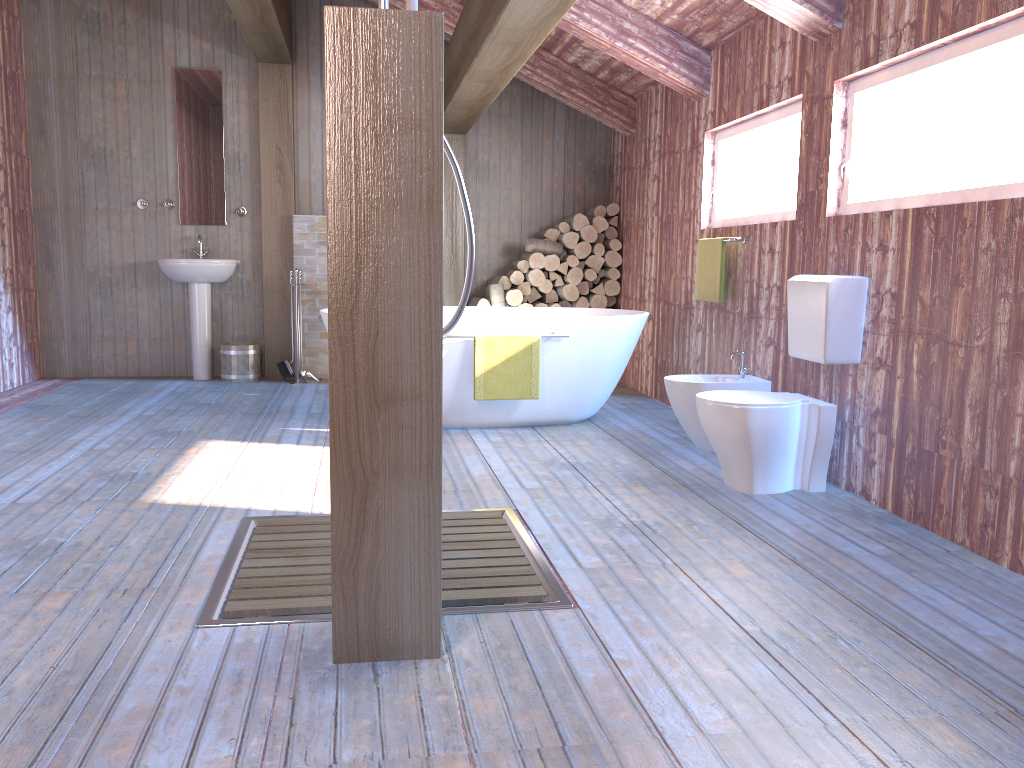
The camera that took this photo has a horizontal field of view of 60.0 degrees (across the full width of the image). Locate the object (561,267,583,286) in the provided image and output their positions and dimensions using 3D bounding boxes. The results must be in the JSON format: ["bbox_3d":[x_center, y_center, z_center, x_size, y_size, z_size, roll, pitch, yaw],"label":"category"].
[{"bbox_3d":[0.474,-0.890,7.335,0.136,0.157,0.439,0,8,-9],"label":"object"}]

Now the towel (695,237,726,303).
[{"bbox_3d":[1.135,-0.652,5.077,0.032,0.361,0.370,0,8,-9],"label":"towel"}]

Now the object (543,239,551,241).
[{"bbox_3d":[0.251,-1.137,7.360,0.113,0.130,0.291,0,8,-9],"label":"object"}]

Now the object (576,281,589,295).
[{"bbox_3d":[0.546,-0.801,7.345,0.111,0.118,0.302,-1,8,-10],"label":"object"}]

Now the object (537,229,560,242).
[{"bbox_3d":[0.304,-1.222,7.359,0.140,0.121,0.319,0,8,-8],"label":"object"}]

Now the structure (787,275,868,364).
[{"bbox_3d":[1.329,-0.281,3.781,0.182,0.363,0.358,0,8,-9],"label":"structure"}]

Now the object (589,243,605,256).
[{"bbox_3d":[0.671,-1.108,7.336,0.089,0.106,0.437,0,8,-8],"label":"object"}]

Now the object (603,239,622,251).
[{"bbox_3d":[0.801,-1.153,7.354,0.102,0.109,0.438,0,8,-9],"label":"object"}]

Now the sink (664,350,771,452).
[{"bbox_3d":[1.038,0.084,4.590,0.515,0.517,0.335,0,8,-9],"label":"sink"}]

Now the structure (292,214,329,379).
[{"bbox_3d":[-1.199,-0.697,7.255,1.130,1.330,0.226,-1,8,-10],"label":"structure"}]

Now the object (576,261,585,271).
[{"bbox_3d":[0.530,-0.967,7.311,0.095,0.090,0.278,0,8,-8],"label":"object"}]

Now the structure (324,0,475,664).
[{"bbox_3d":[-0.280,-0.453,2.176,0.328,2.209,0.522,2,8,11],"label":"structure"}]

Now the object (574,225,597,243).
[{"bbox_3d":[0.574,-1.230,7.306,0.141,0.143,0.437,-1,8,-11],"label":"object"}]

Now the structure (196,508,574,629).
[{"bbox_3d":[-0.406,0.578,2.852,1.000,0.067,1.000,-1,8,-10],"label":"structure"}]

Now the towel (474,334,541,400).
[{"bbox_3d":[-0.025,-0.092,4.836,0.370,0.361,0.032,-1,8,-13],"label":"towel"}]

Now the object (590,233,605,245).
[{"bbox_3d":[0.677,-1.205,7.429,0.132,0.119,0.319,0,8,-8],"label":"object"}]

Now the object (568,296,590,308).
[{"bbox_3d":[0.546,-0.673,7.351,0.114,0.113,0.301,-1,8,-12],"label":"object"}]

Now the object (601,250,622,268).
[{"bbox_3d":[0.786,-1.041,7.371,0.147,0.152,0.439,0,8,-9],"label":"object"}]

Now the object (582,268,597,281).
[{"bbox_3d":[0.601,-0.912,7.351,0.102,0.109,0.438,0,8,-9],"label":"object"}]

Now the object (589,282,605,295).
[{"bbox_3d":[0.669,-0.803,7.380,0.115,0.112,0.423,0,8,-9],"label":"object"}]

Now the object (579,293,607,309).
[{"bbox_3d":[0.665,-0.688,7.402,0.137,0.133,0.437,-1,8,-11],"label":"object"}]

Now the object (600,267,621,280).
[{"bbox_3d":[0.794,-0.923,7.384,0.102,0.109,0.438,0,8,-9],"label":"object"}]

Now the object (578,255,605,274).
[{"bbox_3d":[0.632,-0.996,7.376,0.172,0.151,0.482,0,8,-8],"label":"object"}]

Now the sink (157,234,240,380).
[{"bbox_3d":[-2.438,-0.592,6.917,0.582,1.143,0.475,-1,8,-10],"label":"sink"}]

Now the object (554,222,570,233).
[{"bbox_3d":[0.408,-1.278,7.259,0.094,0.097,0.227,0,8,-9],"label":"object"}]

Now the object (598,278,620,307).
[{"bbox_3d":[0.779,-0.760,7.414,0.137,0.256,0.439,0,8,-9],"label":"object"}]

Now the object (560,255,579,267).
[{"bbox_3d":[0.454,-1.016,7.310,0.102,0.109,0.438,0,8,-9],"label":"object"}]

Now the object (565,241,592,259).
[{"bbox_3d":[0.532,-1.095,7.317,0.143,0.151,0.440,0,8,-9],"label":"object"}]

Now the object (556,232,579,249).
[{"bbox_3d":[0.434,-1.185,7.306,0.139,0.148,0.458,0,8,-9],"label":"object"}]

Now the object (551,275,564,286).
[{"bbox_3d":[0.367,-0.857,7.324,0.085,0.096,0.280,0,8,-9],"label":"object"}]

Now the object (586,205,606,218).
[{"bbox_3d":[0.696,-1.409,7.337,0.104,0.121,0.270,0,8,-9],"label":"object"}]

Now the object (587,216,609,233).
[{"bbox_3d":[0.678,-1.310,7.333,0.133,0.142,0.456,0,8,-8],"label":"object"}]

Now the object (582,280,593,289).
[{"bbox_3d":[0.615,-0.828,7.354,0.065,0.069,0.177,-1,8,-10],"label":"object"}]

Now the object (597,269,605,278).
[{"bbox_3d":[0.725,-0.928,7.418,0.088,0.092,0.280,0,8,-9],"label":"object"}]

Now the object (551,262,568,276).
[{"bbox_3d":[0.365,-0.945,7.304,0.109,0.124,0.424,-1,8,-10],"label":"object"}]

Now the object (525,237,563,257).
[{"bbox_3d":[0.258,-1.106,7.163,0.302,0.157,0.121,0,8,-9],"label":"object"}]

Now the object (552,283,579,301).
[{"bbox_3d":[0.430,-0.766,7.343,0.141,0.143,0.437,-1,8,-11],"label":"object"}]

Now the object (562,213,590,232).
[{"bbox_3d":[0.521,-1.323,7.302,0.135,0.139,0.456,0,8,-8],"label":"object"}]
